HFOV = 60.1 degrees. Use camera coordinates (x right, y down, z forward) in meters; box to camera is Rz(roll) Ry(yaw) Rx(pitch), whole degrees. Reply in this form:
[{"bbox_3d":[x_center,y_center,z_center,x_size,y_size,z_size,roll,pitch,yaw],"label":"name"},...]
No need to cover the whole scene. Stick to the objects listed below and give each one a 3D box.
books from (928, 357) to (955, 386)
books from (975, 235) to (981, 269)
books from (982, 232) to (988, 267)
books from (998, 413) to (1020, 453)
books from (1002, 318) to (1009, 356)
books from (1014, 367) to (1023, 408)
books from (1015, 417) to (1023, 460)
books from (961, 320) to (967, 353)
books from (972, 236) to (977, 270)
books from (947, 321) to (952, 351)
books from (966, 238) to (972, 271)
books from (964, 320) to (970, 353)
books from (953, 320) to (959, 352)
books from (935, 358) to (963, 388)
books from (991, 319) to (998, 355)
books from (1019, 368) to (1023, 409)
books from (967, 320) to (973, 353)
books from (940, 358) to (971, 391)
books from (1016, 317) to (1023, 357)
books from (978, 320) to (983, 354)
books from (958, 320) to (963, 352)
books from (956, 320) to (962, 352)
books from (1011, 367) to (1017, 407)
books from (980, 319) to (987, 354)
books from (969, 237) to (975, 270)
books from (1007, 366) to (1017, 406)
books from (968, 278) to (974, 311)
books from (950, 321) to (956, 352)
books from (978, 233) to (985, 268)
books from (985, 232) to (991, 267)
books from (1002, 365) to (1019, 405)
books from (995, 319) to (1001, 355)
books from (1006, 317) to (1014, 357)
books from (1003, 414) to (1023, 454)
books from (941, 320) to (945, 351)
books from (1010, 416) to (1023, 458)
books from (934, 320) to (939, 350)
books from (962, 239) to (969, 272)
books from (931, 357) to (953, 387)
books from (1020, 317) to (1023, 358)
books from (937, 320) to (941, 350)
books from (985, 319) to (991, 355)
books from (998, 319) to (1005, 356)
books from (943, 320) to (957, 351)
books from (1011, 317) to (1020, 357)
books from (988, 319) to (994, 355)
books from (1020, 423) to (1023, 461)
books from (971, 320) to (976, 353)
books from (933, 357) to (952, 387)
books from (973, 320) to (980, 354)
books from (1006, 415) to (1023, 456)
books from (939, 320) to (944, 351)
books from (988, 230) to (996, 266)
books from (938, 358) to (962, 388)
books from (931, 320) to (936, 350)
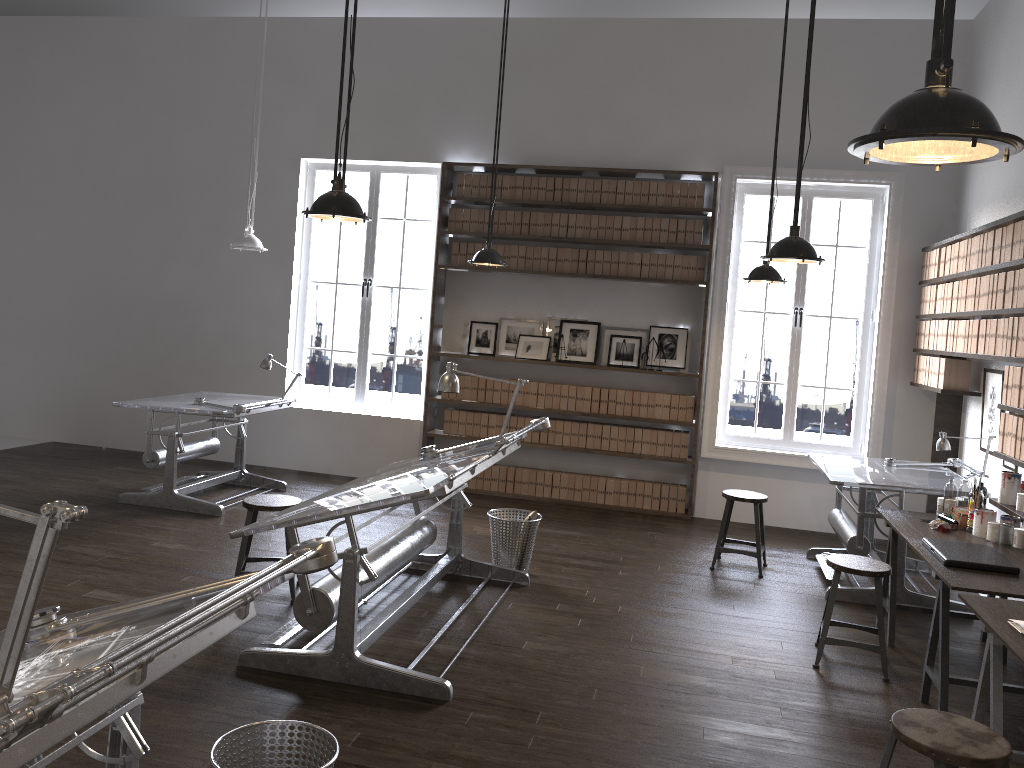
[{"bbox_3d":[3.251,-0.086,6.687,0.175,0.225,0.067,5,2,12],"label":"books"},{"bbox_3d":[3.111,-0.849,5.743,0.175,0.225,0.067,5,2,12],"label":"books"},{"bbox_3d":[3.087,-0.840,5.610,0.175,0.225,0.067,5,2,12],"label":"books"},{"bbox_3d":[2.869,0.285,5.021,0.175,0.225,0.067,5,2,12],"label":"books"},{"bbox_3d":[2.928,-0.258,5.088,0.175,0.225,0.067,5,2,12],"label":"books"},{"bbox_3d":[2.848,0.027,4.824,0.175,0.225,0.067,5,2,12],"label":"books"},{"bbox_3d":[2.816,0.302,4.754,0.175,0.225,0.067,5,2,12],"label":"books"},{"bbox_3d":[3.102,-0.308,5.902,0.175,0.225,0.067,5,2,12],"label":"books"},{"bbox_3d":[3.130,-0.853,5.813,0.174,0.225,0.067,5,2,12],"label":"books"},{"bbox_3d":[3.182,-0.329,6.258,0.175,0.225,0.067,5,2,12],"label":"books"},{"bbox_3d":[3.161,-0.861,5.949,0.175,0.225,0.067,5,2,12],"label":"books"},{"bbox_3d":[3.086,-0.304,5.832,0.175,0.225,0.067,5,2,12],"label":"books"},{"bbox_3d":[3.152,-0.320,6.109,0.175,0.225,0.067,5,2,12],"label":"books"},{"bbox_3d":[3.207,-0.074,6.490,0.175,0.225,0.067,5,2,12],"label":"books"},{"bbox_3d":[2.969,-0.270,5.286,0.175,0.225,0.067,5,2,12],"label":"books"},{"bbox_3d":[2.839,0.032,4.757,0.175,0.225,0.067,5,2,12],"label":"books"},{"bbox_3d":[3.077,-0.300,5.769,0.175,0.225,0.067,5,2,12],"label":"books"},{"bbox_3d":[3.183,-0.065,6.352,0.175,0.225,0.067,5,2,12],"label":"books"},{"bbox_3d":[2.887,-0.252,4.871,0.174,0.225,0.067,5,2,12],"label":"books"},{"bbox_3d":[3.034,-0.286,5.559,0.175,0.225,0.067,5,2,12],"label":"books"},{"bbox_3d":[3.120,-0.312,5.972,0.174,0.225,0.067,5,2,12],"label":"books"},{"bbox_3d":[3.139,-0.316,6.040,0.174,0.225,0.067,5,2,12],"label":"books"},{"bbox_3d":[2.866,0.023,4.888,0.175,0.225,0.067,5,2,12],"label":"books"},{"bbox_3d":[3.015,-0.283,5.490,0.174,0.225,0.067,5,2,12],"label":"books"},{"bbox_3d":[3.149,-0.857,5.881,0.174,0.225,0.067,5,2,12],"label":"books"},{"bbox_3d":[2.878,0.020,4.950,0.175,0.225,0.067,5,2,12],"label":"books"},{"bbox_3d":[3.111,-0.577,5.827,0.175,0.225,0.067,5,2,12],"label":"books"},{"bbox_3d":[3.163,-0.325,6.178,0.175,0.225,0.067,5,2,12],"label":"books"},{"bbox_3d":[3.096,-0.844,5.673,0.175,0.225,0.067,5,2,12],"label":"books"},{"bbox_3d":[3.076,-0.836,5.545,0.175,0.225,0.067,5,2,12],"label":"books"},{"bbox_3d":[2.892,0.015,5.021,0.175,0.225,0.067,5,2,12],"label":"books"},{"bbox_3d":[2.959,-0.266,5.220,0.175,0.225,0.067,5,2,12],"label":"books"},{"bbox_3d":[2.910,-0.261,5.012,0.175,0.225,0.067,5,2,12],"label":"books"},{"bbox_3d":[2.859,0.289,4.955,0.175,0.225,0.067,5,2,12],"label":"books"},{"bbox_3d":[3.216,-0.345,6.406,0.175,0.225,0.067,5,2,12],"label":"books"},{"bbox_3d":[2.827,0.297,4.823,0.175,0.225,0.067,5,2,12],"label":"books"},{"bbox_3d":[3.260,-0.358,6.616,0.174,0.225,0.067,5,2,12],"label":"books"},{"bbox_3d":[3.172,-0.866,6.019,0.175,0.225,0.067,5,2,12],"label":"books"},{"bbox_3d":[3.238,-0.082,6.616,0.175,0.225,0.067,5,2,12],"label":"books"},{"bbox_3d":[2.871,-0.248,4.803,0.175,0.225,0.067,5,2,12],"label":"books"},{"bbox_3d":[3.249,-0.354,6.547,0.174,0.225,0.067,5,2,12],"label":"books"},{"bbox_3d":[3.004,-0.278,5.420,0.174,0.225,0.067,5,2,12],"label":"books"},{"bbox_3d":[2.945,-0.262,5.159,0.175,0.225,0.067,5,2,12],"label":"books"},{"bbox_3d":[3.198,-0.342,6.346,0.175,0.225,0.067,5,2,12],"label":"books"},{"bbox_3d":[2.898,-0.256,4.940,0.174,0.225,0.067,5,2,12],"label":"books"},{"bbox_3d":[2.989,-0.274,5.351,0.175,0.225,0.067,5,2,12],"label":"books"},{"bbox_3d":[2.803,0.306,4.685,0.174,0.225,0.067,5,2,12],"label":"books"},{"bbox_3d":[3.066,-0.295,5.704,0.175,0.225,0.067,5,2,12],"label":"books"},{"bbox_3d":[3.226,-0.078,6.554,0.175,0.225,0.067,5,2,12],"label":"books"},{"bbox_3d":[3.045,-0.291,5.633,0.175,0.225,0.067,5,2,12],"label":"books"},{"bbox_3d":[2.844,0.293,4.894,0.175,0.225,0.067,5,2,12],"label":"books"},{"bbox_3d":[3.232,-0.350,6.479,0.175,0.225,0.067,5,2,12],"label":"books"},{"bbox_3d":[3.055,-0.832,5.474,0.175,0.225,0.067,5,2,12],"label":"books"},{"bbox_3d":[3.199,-0.069,6.420,0.174,0.225,0.067,5,2,12],"label":"books"},{"bbox_3d":[3.272,-0.363,6.688,0.175,0.225,0.067,5,2,12],"label":"books"}]
